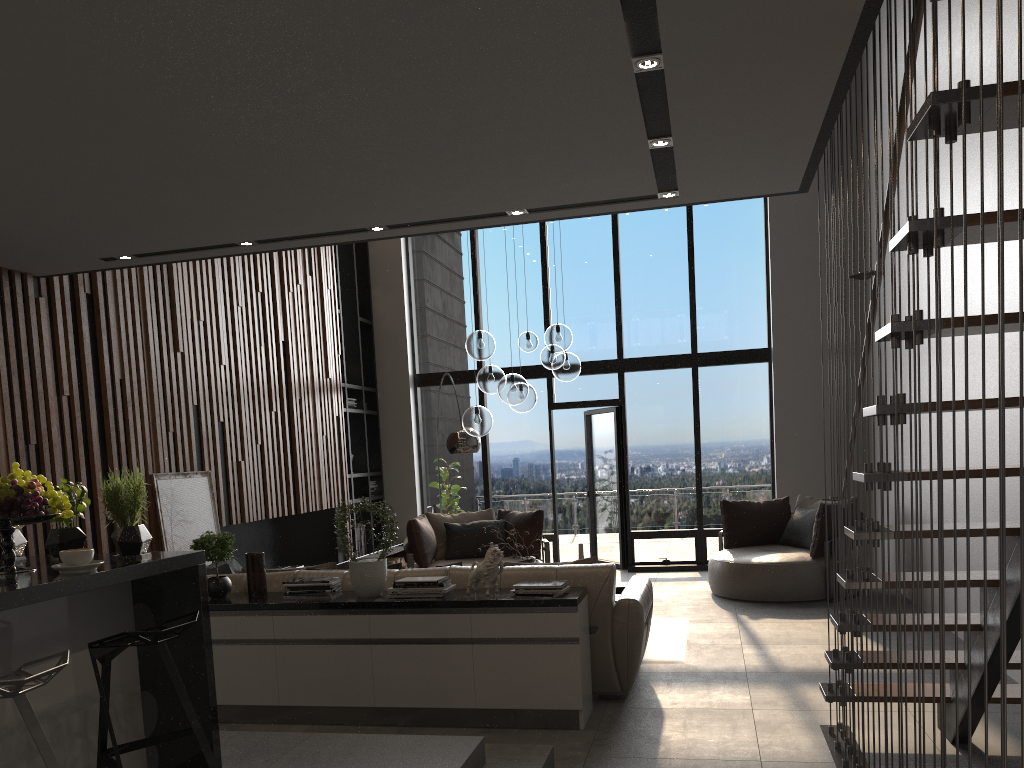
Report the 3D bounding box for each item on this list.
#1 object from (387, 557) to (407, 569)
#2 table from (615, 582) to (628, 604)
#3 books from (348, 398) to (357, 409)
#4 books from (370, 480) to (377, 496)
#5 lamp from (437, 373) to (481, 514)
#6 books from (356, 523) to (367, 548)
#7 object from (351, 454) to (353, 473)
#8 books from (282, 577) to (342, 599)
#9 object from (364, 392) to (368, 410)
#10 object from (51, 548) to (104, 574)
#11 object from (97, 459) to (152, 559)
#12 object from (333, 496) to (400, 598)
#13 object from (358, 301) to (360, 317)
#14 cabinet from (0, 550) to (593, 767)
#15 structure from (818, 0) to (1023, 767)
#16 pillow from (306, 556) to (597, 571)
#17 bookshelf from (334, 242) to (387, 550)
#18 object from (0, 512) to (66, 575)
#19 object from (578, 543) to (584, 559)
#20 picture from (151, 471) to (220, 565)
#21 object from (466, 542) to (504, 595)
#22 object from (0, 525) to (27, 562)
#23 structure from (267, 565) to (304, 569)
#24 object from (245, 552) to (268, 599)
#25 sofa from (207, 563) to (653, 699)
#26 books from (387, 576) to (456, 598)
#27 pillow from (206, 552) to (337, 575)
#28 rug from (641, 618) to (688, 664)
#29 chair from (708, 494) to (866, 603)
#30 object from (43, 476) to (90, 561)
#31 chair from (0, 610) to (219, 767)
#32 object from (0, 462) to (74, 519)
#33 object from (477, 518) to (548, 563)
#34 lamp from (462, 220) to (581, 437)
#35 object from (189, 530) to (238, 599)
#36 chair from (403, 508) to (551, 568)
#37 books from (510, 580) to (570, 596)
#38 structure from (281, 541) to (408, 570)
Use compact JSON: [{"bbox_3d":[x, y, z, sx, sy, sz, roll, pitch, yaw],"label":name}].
[{"bbox_3d":[-1.845,2.118,8.962,0.436,0.392,4.024,-3,-4,14],"label":"object"},{"bbox_3d":[0.202,1.840,7.006,1.455,0.357,0.894,-4,-3,13],"label":"table"},{"bbox_3d":[-1.963,0.239,10.195,0.219,0.129,0.321,-3,-3,12],"label":"books"},{"bbox_3d":[-1.818,1.284,10.726,0.218,0.191,0.372,-3,-3,13],"label":"books"},{"bbox_3d":[-0.591,1.055,9.027,0.319,2.352,2.027,-4,1,-11],"label":"lamp"},{"bbox_3d":[-1.872,1.796,10.377,0.175,0.289,0.331,-2,-1,12],"label":"books"},{"bbox_3d":[-1.933,0.933,10.241,0.137,0.247,0.136,-5,3,-37],"label":"object"},{"bbox_3d":[-1.143,1.177,5.037,0.326,0.100,0.204,-4,-3,13],"label":"books"},{"bbox_3d":[-1.820,0.217,10.655,0.059,0.235,0.187,-2,1,15],"label":"object"},{"bbox_3d":[-1.408,0.573,2.837,0.155,0.071,0.155,-2,-3,-19],"label":"object"},{"bbox_3d":[-1.427,0.456,3.223,0.185,0.372,0.196,-5,3,-32],"label":"object"},{"bbox_3d":[-0.821,0.918,4.955,0.384,0.581,0.214,-3,3,-6],"label":"object"},{"bbox_3d":[-1.903,-0.882,10.637,0.102,0.232,0.100,-3,3,-3],"label":"object"},{"bbox_3d":[-2.068,0.118,2.220,3.625,3.263,6.179,-3,-3,13],"label":"cabinet"},{"bbox_3d":[1.600,-1.392,2.350,1.180,6.102,3.565,-2,2,13],"label":"structure"},{"bbox_3d":[-0.391,1.339,5.563,1.944,0.504,0.539,-4,-1,12],"label":"pillow"},{"bbox_3d":[-2.027,-0.735,10.099,0.339,5.363,1.441,-2,4,13],"label":"bookshelf"},{"bbox_3d":[-1.690,0.536,2.933,0.366,0.189,0.368,-2,-3,-24],"label":"object"},{"bbox_3d":[0.456,1.431,6.757,0.317,0.401,0.317,-2,1,32],"label":"object"},{"bbox_3d":[-2.363,1.149,6.481,0.101,1.007,0.723,-2,2,13],"label":"picture"},{"bbox_3d":[-0.149,1.017,4.823,0.207,0.292,0.134,-2,3,32],"label":"object"},{"bbox_3d":[-1.953,0.535,3.341,0.221,0.286,0.209,-2,1,26],"label":"object"},{"bbox_3d":[-2.258,1.791,8.258,0.300,0.103,0.708,-4,-5,12],"label":"structure"},{"bbox_3d":[-1.495,1.119,5.120,0.109,0.270,0.108,-2,3,18],"label":"object"},{"bbox_3d":[-0.644,1.579,6.129,3.249,0.825,1.869,-4,-3,13],"label":"sofa"},{"bbox_3d":[-0.506,1.137,4.889,0.348,0.101,0.193,-4,-3,13],"label":"books"},{"bbox_3d":[-1.720,1.447,5.972,1.388,0.551,0.757,-6,-3,43],"label":"pillow"},{"bbox_3d":[0.214,2.003,6.889,2.301,0.020,1.603,-4,-5,12],"label":"rug"},{"bbox_3d":[2.646,1.560,8.479,1.448,0.906,1.473,-4,-2,29],"label":"chair"},{"bbox_3d":[-1.675,0.504,3.303,0.179,0.315,0.171,-2,3,24],"label":"object"},{"bbox_3d":[-1.386,1.109,2.300,0.435,0.740,1.722,-2,-3,13],"label":"chair"},{"bbox_3d":[-1.708,0.370,2.912,0.348,0.217,0.318,-3,-2,10],"label":"object"},{"bbox_3d":[-0.009,1.375,7.005,0.541,0.608,0.316,-3,3,-16],"label":"object"},{"bbox_3d":[-0.032,-2.105,6.695,1.233,5.042,1.216,-2,4,10],"label":"lamp"},{"bbox_3d":[-1.755,1.065,5.167,0.270,0.412,0.309,-4,2,-27],"label":"object"},{"bbox_3d":[-0.368,1.750,8.885,1.485,0.906,1.436,-5,-3,39],"label":"chair"},{"bbox_3d":[0.157,1.109,4.757,0.294,0.055,0.183,-4,-4,17],"label":"books"},{"bbox_3d":[-2.277,1.984,7.839,0.668,0.460,6.510,-3,-5,12],"label":"structure"}]
